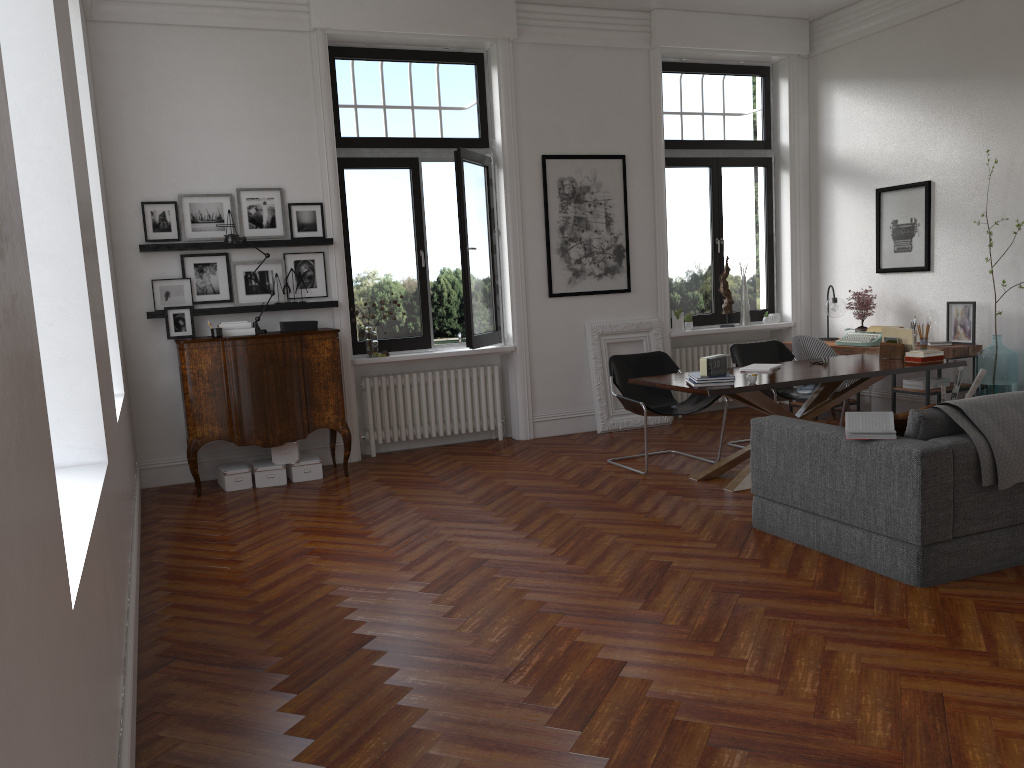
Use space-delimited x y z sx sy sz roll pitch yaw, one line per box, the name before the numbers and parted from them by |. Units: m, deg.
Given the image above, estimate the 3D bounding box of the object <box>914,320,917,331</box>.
object | 3.667 -0.481 8.086 0.008 0.207 0.054 -9 10 -39

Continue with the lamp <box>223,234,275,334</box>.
lamp | -2.095 -0.802 7.150 0.174 0.805 0.490 2 9 32

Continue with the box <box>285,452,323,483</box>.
box | -1.730 0.698 7.359 0.244 0.177 0.393 -6 7 -22

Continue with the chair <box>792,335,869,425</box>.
chair | 2.841 -0.015 8.052 0.547 0.902 0.715 -7 8 -29

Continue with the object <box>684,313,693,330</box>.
object | 1.847 -0.657 9.258 0.097 0.186 0.099 -3 7 1

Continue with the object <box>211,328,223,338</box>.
object | -2.271 -0.391 6.824 0.091 0.077 0.091 3 9 41

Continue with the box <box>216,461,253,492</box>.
box | -2.242 0.750 7.154 0.209 0.177 0.393 -7 8 -27

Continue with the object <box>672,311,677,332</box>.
object | 1.680 -0.650 9.163 0.051 0.214 0.051 -2 8 13

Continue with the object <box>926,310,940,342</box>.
object | 3.740 -0.508 7.875 0.111 0.303 0.111 -1 8 14

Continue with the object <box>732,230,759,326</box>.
object | 2.510 -1.143 9.383 0.295 1.057 0.289 -6 8 -19

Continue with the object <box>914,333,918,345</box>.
object | 3.572 -0.401 7.912 0.093 0.102 0.093 -7 8 -30

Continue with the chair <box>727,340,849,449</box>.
chair | 2.265 0.095 7.428 0.752 0.875 0.744 -6 8 -22

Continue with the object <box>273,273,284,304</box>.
object | -1.957 -0.795 7.410 0.124 0.261 0.040 -6 8 -22

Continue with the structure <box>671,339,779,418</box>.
structure | 2.279 -0.048 9.574 1.452 0.780 0.225 -6 8 -22

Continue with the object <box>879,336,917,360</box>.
object | 2.971 -0.282 6.829 0.149 0.167 0.228 -6 7 -22

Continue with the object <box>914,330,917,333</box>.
object | 3.648 -0.431 8.096 0.058 0.114 0.075 -6 8 -22

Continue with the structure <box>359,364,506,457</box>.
structure | -0.742 0.261 8.363 1.452 0.780 0.225 -6 8 -22

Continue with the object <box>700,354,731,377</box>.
object | 1.359 -0.124 5.914 0.082 0.126 0.275 3 9 41

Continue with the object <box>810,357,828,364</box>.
object | 2.350 -0.178 6.764 0.133 0.047 0.114 1 8 31

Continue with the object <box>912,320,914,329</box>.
object | 3.661 -0.483 8.109 0.054 0.207 0.008 -8 9 -34

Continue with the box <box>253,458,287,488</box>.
box | -1.974 0.727 7.229 0.244 0.177 0.393 -5 7 -17

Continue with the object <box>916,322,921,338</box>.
object | 3.028 -0.366 6.584 0.049 0.193 0.008 2 10 37

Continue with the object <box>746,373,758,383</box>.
object | 1.578 -0.039 5.840 0.082 0.065 0.064 -3 7 -1

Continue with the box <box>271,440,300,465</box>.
box | -1.861 0.537 7.287 0.209 0.177 0.393 -5 7 -12

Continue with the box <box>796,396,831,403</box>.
box | 3.074 0.138 8.909 0.317 0.083 0.295 -6 7 -22

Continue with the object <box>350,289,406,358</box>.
object | -1.164 -0.551 8.021 0.317 0.601 0.540 3 9 38

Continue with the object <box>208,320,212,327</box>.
object | -2.306 -0.423 6.823 0.045 0.139 0.010 -7 8 -25

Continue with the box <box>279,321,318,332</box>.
box | -1.764 -0.481 7.336 0.282 0.087 0.208 -6 7 -22

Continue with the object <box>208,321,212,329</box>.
object | -2.303 -0.427 6.797 0.050 0.119 0.010 -6 8 -19

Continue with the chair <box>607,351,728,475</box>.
chair | 1.179 0.207 6.993 0.752 0.875 0.744 -6 8 -22

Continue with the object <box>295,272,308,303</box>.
object | -1.788 -0.818 7.517 0.110 0.263 0.040 -6 8 -22

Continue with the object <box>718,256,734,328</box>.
object | 2.252 -0.969 9.323 0.165 0.756 0.142 0 8 20

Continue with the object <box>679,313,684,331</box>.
object | 1.750 -0.642 9.167 0.051 0.189 0.051 -2 8 13

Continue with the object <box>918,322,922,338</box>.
object | 3.026 -0.363 6.558 0.049 0.193 0.008 -6 8 -18

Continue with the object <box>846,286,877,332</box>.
object | 3.402 -0.690 8.631 0.290 0.530 0.307 0 8 23

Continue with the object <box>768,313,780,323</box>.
object | 2.864 -0.719 9.686 0.132 0.098 0.134 2 9 38

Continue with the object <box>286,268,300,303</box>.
object | -1.843 -0.828 7.463 0.118 0.299 0.040 -6 8 -22

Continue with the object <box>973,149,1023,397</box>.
object | 4.068 -0.864 7.066 0.353 2.064 0.806 -10 10 -41

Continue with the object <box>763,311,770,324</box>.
object | 2.736 -0.714 9.542 0.072 0.134 0.072 -3 7 3

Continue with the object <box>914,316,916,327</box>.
object | 3.672 -0.499 8.096 0.028 0.240 0.023 -7 8 -25

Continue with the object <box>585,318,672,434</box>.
object | 1.160 -0.087 8.750 0.829 1.065 0.233 -6 8 -22

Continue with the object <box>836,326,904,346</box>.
object | 3.296 -0.452 8.249 0.484 0.149 0.534 -6 7 -23

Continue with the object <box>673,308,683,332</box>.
object | 1.698 -0.657 9.076 0.102 0.245 0.098 -10 10 -44

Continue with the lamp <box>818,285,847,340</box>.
lamp | 3.177 -0.707 8.813 0.207 0.551 0.440 -3 7 1

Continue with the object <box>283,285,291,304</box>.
object | -1.881 -0.750 7.417 0.066 0.161 0.040 -6 8 -22

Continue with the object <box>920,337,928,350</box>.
object | 3.056 -0.299 6.576 0.058 0.091 0.058 -8 9 -35
